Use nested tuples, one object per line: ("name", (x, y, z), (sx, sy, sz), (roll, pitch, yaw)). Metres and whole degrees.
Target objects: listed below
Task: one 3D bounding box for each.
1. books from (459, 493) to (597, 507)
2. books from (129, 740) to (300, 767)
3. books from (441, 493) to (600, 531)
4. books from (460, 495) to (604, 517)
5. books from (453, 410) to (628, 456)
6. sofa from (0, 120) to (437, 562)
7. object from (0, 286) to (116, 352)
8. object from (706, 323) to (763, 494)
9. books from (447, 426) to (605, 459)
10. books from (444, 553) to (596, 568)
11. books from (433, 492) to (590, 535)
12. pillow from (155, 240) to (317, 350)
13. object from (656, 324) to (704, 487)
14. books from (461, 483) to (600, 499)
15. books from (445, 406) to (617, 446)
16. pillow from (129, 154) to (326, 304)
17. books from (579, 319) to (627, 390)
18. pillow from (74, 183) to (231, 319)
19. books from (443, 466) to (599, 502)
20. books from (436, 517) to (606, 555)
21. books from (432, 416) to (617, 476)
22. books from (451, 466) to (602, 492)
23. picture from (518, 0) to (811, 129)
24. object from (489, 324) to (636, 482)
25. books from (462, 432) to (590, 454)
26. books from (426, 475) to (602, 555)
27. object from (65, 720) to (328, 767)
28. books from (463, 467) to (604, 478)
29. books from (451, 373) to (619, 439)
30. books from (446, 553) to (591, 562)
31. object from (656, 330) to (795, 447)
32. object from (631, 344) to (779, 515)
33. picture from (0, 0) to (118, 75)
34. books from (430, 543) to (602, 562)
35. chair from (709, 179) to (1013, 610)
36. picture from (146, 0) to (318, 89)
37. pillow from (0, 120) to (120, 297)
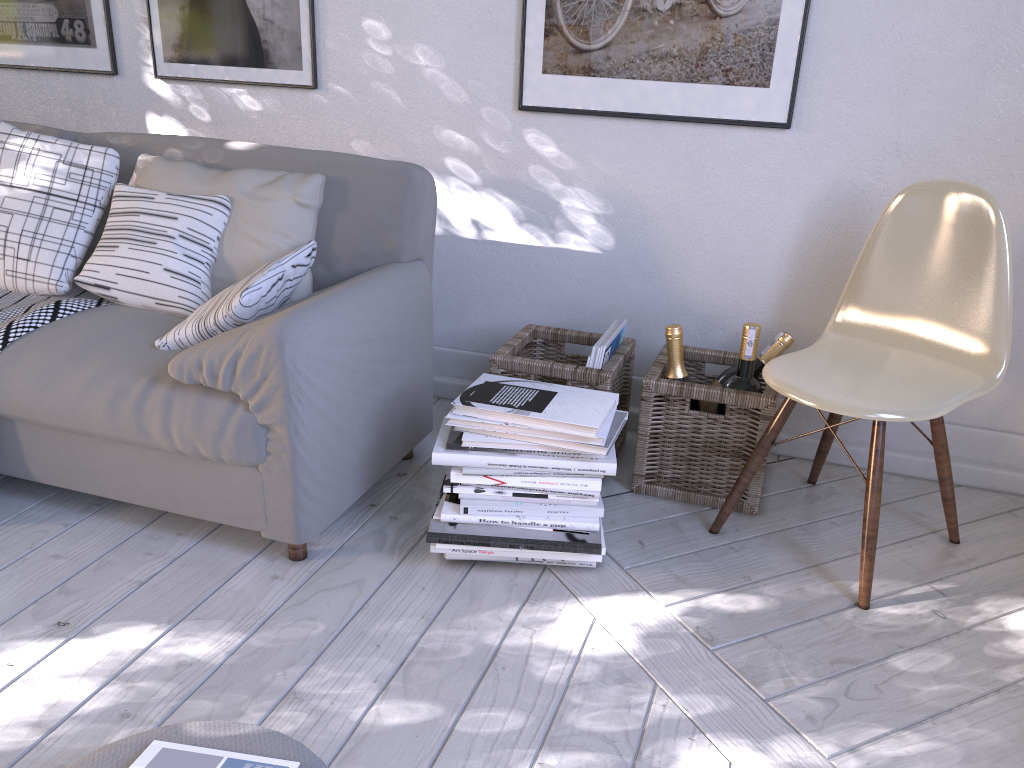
("books", (0.033, 0.185, 1.695), (0.254, 0.012, 0.158), (3, 21, 2))
("books", (-0.342, 0.448, 0.890), (0.174, 0.024, 0.235), (6, 21, 8))
("books", (0.019, 0.221, 1.690), (0.288, 0.016, 0.180), (3, 21, 2))
("books", (0.034, 0.203, 1.691), (0.263, 0.018, 0.165), (2, 21, -3))
("books", (0.057, 0.068, 1.655), (0.287, 0.016, 0.180), (9, 22, 16))
("sofa", (-1.127, -0.222, 2.049), (1.858, 0.693, 0.757), (9, 23, 16))
("object", (-1.333, 0.089, 1.661), (1.496, 0.401, 0.489), (-15, 28, -38))
("object", (0.485, 0.055, 1.890), (0.095, 0.383, 0.094), (-13, 27, -33))
("books", (0.029, 0.092, 1.664), (0.285, 0.012, 0.157), (3, 21, 2))
("books", (0.020, 0.300, 1.755), (0.288, 0.016, 0.180), (3, 21, 2))
("books", (0.010, 0.233, 1.701), (0.288, 0.016, 0.180), (5, 21, 6))
("pillow", (-0.537, -0.166, 1.774), (0.212, 0.224, 0.309), (9, 23, 15))
("object", (0.375, 0.051, 1.926), (0.127, 0.366, 0.093), (9, 24, 16))
("books", (0.045, 0.164, 1.682), (0.256, 0.013, 0.158), (5, 21, 6))
("books", (0.041, 0.053, 1.648), (0.288, 0.016, 0.180), (7, 22, 11))
("pillow", (-0.639, -0.316, 1.926), (0.488, 0.318, 0.149), (9, 23, 16))
("books", (0.132, 0.011, 2.071), (0.204, 0.311, 0.219), (9, 23, 16))
("pillow", (-0.759, -0.277, 1.881), (0.312, 0.260, 0.152), (9, 23, 16))
("books", (0.021, 0.173, 1.690), (0.285, 0.012, 0.157), (3, 21, 2))
("books", (0.017, 0.253, 1.692), (0.308, 0.015, 0.229), (2, 21, -1))
("books", (0.026, 0.114, 1.663), (0.330, 0.025, 0.173), (3, 21, 2))
("books", (0.030, 0.146, 1.680), (0.273, 0.021, 0.171), (3, 21, 2))
("picture", (0.333, -1.052, 1.839), (0.626, 0.971, 0.019), (9, 24, 16))
("object", (0.118, 0.041, 2.088), (0.275, 0.275, 0.272), (9, 23, 16))
("books", (0.041, 0.084, 1.649), (0.254, 0.012, 0.158), (3, 21, 2))
("books", (0.011, 0.243, 1.681), (0.312, 0.012, 0.247), (4, 21, 2))
("object", (-0.352, 0.522, 0.923), (0.376, 0.137, 0.371), (5, 21, 5))
("books", (0.036, 0.134, 1.664), (0.254, 0.013, 0.158), (2, 21, -3))
("books", (0.046, 0.036, 1.638), (0.272, 0.021, 0.172), (9, 22, 16))
("books", (0.018, 0.291, 1.733), (0.288, 0.016, 0.180), (2, 21, -3))
("object", (0.481, 0.034, 2.020), (0.284, 0.337, 0.094), (1, 23, -3))
("object", (0.442, 0.092, 1.993), (0.275, 0.275, 0.272), (9, 23, 16))
("picture", (-1.347, -1.252, 2.357), (0.588, 0.785, 0.019), (9, 24, 16))
("books", (0.012, 0.265, 1.701), (0.314, 0.015, 0.229), (3, 21, 1))
("chair", (0.676, -0.012, 1.678), (0.414, 0.716, 0.362), (-17, 30, -40))
("picture", (-0.716, -1.086, 2.199), (0.486, 0.648, 0.019), (9, 24, 16))
("pillow", (-1.117, -0.402, 1.984), (0.452, 0.391, 0.217), (10, 24, 18))
